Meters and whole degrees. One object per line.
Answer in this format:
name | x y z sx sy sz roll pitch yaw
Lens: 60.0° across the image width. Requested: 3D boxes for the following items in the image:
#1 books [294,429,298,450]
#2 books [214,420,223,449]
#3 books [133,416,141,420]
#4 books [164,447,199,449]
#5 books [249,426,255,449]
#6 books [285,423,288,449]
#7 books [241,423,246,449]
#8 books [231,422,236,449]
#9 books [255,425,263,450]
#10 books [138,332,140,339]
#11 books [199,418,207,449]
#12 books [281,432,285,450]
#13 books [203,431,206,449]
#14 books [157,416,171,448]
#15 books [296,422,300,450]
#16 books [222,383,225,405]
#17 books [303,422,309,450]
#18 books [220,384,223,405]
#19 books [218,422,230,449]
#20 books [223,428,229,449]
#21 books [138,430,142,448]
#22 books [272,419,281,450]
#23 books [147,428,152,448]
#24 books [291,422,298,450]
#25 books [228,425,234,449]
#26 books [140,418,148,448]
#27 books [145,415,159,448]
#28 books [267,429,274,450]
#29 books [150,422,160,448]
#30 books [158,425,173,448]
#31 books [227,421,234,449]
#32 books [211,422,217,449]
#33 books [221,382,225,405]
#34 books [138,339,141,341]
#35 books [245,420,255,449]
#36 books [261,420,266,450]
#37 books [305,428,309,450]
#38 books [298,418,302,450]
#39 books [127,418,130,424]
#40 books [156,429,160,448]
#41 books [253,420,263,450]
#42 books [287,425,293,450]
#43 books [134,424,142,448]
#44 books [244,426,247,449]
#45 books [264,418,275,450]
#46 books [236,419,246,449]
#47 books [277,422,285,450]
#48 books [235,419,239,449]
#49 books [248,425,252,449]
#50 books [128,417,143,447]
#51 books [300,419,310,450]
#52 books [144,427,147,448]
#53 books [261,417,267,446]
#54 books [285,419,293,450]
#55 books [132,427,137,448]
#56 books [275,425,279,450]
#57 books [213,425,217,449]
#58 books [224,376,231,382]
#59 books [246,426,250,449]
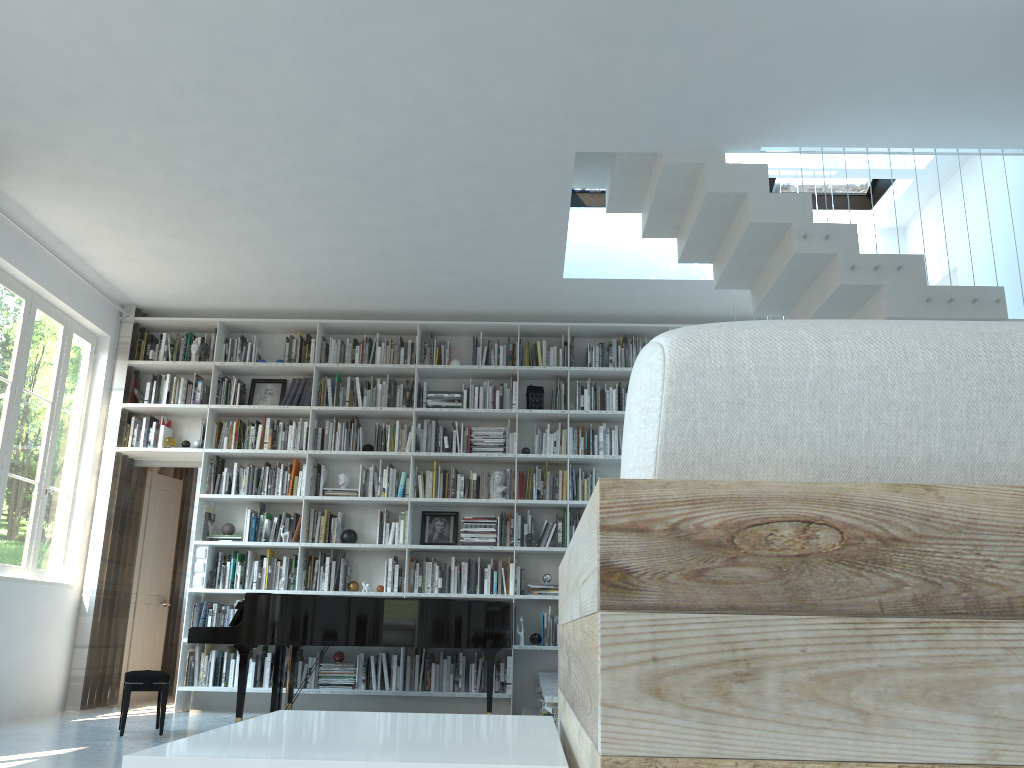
books | -1.777 0.491 7.360 0.013 0.205 0.173 1 -16 1
books | -2.428 0.451 7.372 0.012 0.262 0.181 1 -16 1
books | -3.156 0.428 7.417 0.013 0.302 0.135 1 -15 1
books | -2.715 0.548 7.364 0.285 0.012 0.160 0 -16 3
books | -2.136 0.478 7.361 0.031 0.216 0.173 1 -16 1
books | -1.865 0.466 7.379 0.035 0.260 0.131 1 -15 1
books | -2.225 0.464 7.379 0.047 0.249 0.134 1 -15 1
books | -2.286 0.459 7.370 0.014 0.252 0.187 1 -16 1
books | -2.084 0.471 7.372 0.047 0.237 0.163 1 -16 1
books | -3.196 -0.285 7.595 0.012 0.306 0.181 1 -15 1
books | -2.557 0.440 7.383 0.012 0.284 0.160 1 -15 1
books | -1.887 0.500 7.365 0.022 0.185 0.137 1 -16 1
books | -2.528 0.454 7.401 0.044 0.268 0.134 1 -15 1
books | -2.898 0.428 7.392 0.013 0.298 0.179 1 -15 1
books | -1.757 0.465 7.377 0.024 0.265 0.155 1 -15 1
books | -2.399 0.119 7.449 0.004 0.213 0.187 1 -16 1
books | -1.694 0.462 7.356 0.035 0.263 0.178 1 -16 1
books | -2.423 0.113 7.475 0.005 0.237 0.154 1 -15 1
books | -2.390 0.459 7.386 0.062 0.257 0.153 1 -15 1
books | -2.347 0.483 7.354 0.026 0.194 0.176 1 -16 1
books | -3.075 0.487 7.402 0.029 0.184 0.135 1 -16 1
books | -1.951 0.451 7.378 0.025 0.285 0.161 1 -15 1
books | -2.978 0.477 7.377 0.024 0.192 0.181 1 -16 1
books | -1.794 0.460 7.356 0.022 0.262 0.175 1 -16 1
books | -2.308 0.470 7.369 0.030 0.229 0.172 1 -16 1
books | -3.048 0.436 7.398 0.022 0.280 0.157 1 -15 1
books | -2.996 0.423 7.378 0.013 0.296 0.188 1 -15 1
books | -1.979 0.487 7.341 0.029 0.195 0.192 1 -16 1
books | -2.945 0.452 7.365 0.021 0.236 0.189 1 -16 1
books | -2.878 0.467 7.367 0.029 0.210 0.187 1 -16 1
books | -2.328 0.455 7.378 0.010 0.262 0.151 1 -15 1
books | -2.461 0.460 7.388 0.012 0.253 0.161 1 -15 1
books | -2.405 0.114 7.460 0.009 0.228 0.185 1 -16 1
books | -3.185 -0.250 7.598 0.011 0.241 0.151 1 -15 1
books | -2.183 0.452 7.382 0.012 0.276 0.151 1 -15 1
books | -2.034 0.452 7.360 0.023 0.270 0.187 1 -16 1
books | -1.658 0.485 7.323 0.039 0.201 0.236 1 -16 1
books | -1.740 0.445 7.352 0.012 0.290 0.183 1 -15 1
books | -3.195 0.433 7.381 0.011 0.271 0.189 1 -16 1
books | -2.920 0.485 7.397 0.029 0.191 0.135 1 -16 1
books | -2.114 0.453 7.373 0.014 0.272 0.181 1 -16 1
books | -1.821 0.475 7.353 0.030 0.230 0.173 1 -16 1
books | -3.094 0.462 7.383 0.010 0.219 0.182 1 -16 1
books | -2.196 0.475 7.380 0.012 0.230 0.150 1 -15 1
books | -2.008 0.444 7.357 0.030 0.285 0.185 1 -15 1
books | -2.254 0.446 7.366 0.011 0.276 0.164 1 -15 1
books | -1.911 0.464 7.377 0.029 0.260 0.158 1 -15 1
books | -2.269 0.447 7.377 0.020 0.280 0.165 1 -15 1
books | -2.157 0.474 7.370 0.011 0.228 0.171 1 -16 1
books | -3.138 0.432 7.392 0.023 0.281 0.171 1 -15 1
books | -1.723 0.450 7.363 0.022 0.288 0.170 1 -15 1
books | -3.026 0.473 7.405 0.023 0.213 0.141 1 -16 1
books | -2.052 0.441 7.383 0.014 0.303 0.152 1 -15 1
books | -1.842 0.452 7.364 0.012 0.280 0.188 1 -16 1
books | -3.114 0.476 7.388 0.029 0.196 0.161 1 -16 1
books | -1.932 0.474 7.360 0.013 0.231 0.172 1 -16 1
books | -2.445 0.468 7.377 0.022 0.232 0.151 1 -15 1
books | -2.412 0.090 7.484 0.006 0.288 0.144 1 -15 1
books | -2.170 0.477 7.362 0.014 0.217 0.164 1 -16 1
